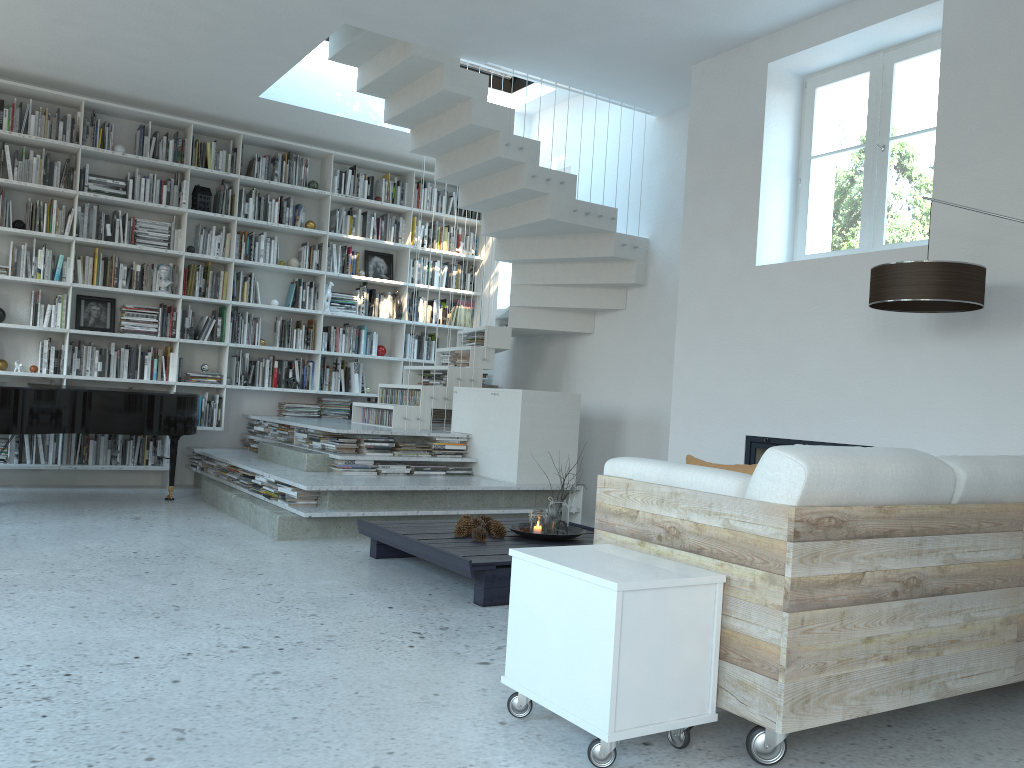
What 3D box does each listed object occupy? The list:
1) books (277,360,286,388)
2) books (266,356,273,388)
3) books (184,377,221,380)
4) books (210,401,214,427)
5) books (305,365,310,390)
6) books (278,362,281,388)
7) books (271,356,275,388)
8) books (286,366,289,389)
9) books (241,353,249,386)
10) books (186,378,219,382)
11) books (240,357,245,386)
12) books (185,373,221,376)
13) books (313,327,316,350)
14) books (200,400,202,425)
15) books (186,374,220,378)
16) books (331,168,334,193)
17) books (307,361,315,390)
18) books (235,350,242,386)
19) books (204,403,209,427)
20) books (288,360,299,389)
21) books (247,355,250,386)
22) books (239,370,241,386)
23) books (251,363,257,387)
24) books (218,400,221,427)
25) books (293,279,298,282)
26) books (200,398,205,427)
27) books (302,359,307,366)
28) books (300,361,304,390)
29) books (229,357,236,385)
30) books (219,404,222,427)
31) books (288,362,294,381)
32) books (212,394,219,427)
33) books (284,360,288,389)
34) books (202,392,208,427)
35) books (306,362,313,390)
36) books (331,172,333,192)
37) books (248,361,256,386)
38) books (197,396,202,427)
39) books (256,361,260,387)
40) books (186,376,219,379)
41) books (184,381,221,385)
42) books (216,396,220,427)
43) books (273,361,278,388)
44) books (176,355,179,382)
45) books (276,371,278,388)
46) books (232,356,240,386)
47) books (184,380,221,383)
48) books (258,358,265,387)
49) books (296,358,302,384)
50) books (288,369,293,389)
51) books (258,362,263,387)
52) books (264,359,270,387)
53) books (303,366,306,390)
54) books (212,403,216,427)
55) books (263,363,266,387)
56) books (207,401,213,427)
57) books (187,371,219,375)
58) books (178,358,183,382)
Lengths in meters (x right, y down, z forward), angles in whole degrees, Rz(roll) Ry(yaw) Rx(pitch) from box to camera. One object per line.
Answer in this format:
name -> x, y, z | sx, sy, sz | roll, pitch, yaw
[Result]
books -> -2.139, -0.093, 8.190 | 0.026, 0.262, 0.173 | 4, -1, -33
books -> -2.237, -0.111, 8.144 | 0.012, 0.285, 0.159 | 4, -1, -33
books -> -2.709, -0.047, 7.767 | 0.285, 0.012, 0.159 | 4, -1, -30
books -> -2.645, 0.260, 7.777 | 0.012, 0.225, 0.149 | 4, -1, -33
books -> -1.938, -0.060, 8.310 | 0.025, 0.228, 0.175 | 4, -1, -33
books -> -2.168, -0.084, 8.191 | 0.021, 0.242, 0.131 | 4, -1, -33
books -> -2.215, -0.114, 8.132 | 0.012, 0.293, 0.175 | 4, -1, -33
books -> -2.104, -0.064, 8.224 | 0.022, 0.211, 0.135 | 4, -1, -33
books -> -2.420, -0.130, 7.993 | 0.030, 0.294, 0.188 | 4, -1, -33
books -> -2.711, -0.035, 7.769 | 0.254, 0.012, 0.161 | 4, -1, -27
books -> -2.444, -0.113, 7.980 | 0.023, 0.256, 0.178 | 4, -1, -33
books -> -2.708, -0.084, 7.769 | 0.285, 0.012, 0.159 | 4, -1, -29
books -> -1.883, -0.421, 8.362 | 0.009, 0.223, 0.146 | 4, -1, -33
books -> -2.731, 0.252, 7.731 | 0.012, 0.229, 0.129 | 4, -1, -33
books -> -2.705, -0.071, 7.761 | 0.254, 0.012, 0.161 | 4, -1, -33
books -> -1.729, -1.903, 8.408 | 0.014, 0.264, 0.140 | 4, -1, -33
books -> -1.897, -0.079, 8.344 | 0.025, 0.272, 0.171 | 4, -1, -33
books -> -2.468, -0.145, 7.963 | 0.010, 0.316, 0.186 | 4, -1, -33
books -> -2.682, 0.269, 7.763 | 0.013, 0.202, 0.139 | 4, -1, -33
books -> -2.030, -0.086, 8.259 | 0.070, 0.266, 0.186 | 4, -1, -33
books -> -2.409, -0.120, 8.012 | 0.010, 0.277, 0.174 | 4, -1, -33
books -> -2.474, -0.106, 7.990 | 0.015, 0.240, 0.152 | 4, -1, -33
books -> -2.351, -0.086, 8.059 | 0.011, 0.217, 0.175 | 4, -1, -33
books -> -2.594, 0.260, 7.807 | 0.013, 0.233, 0.149 | 4, -1, -33
books -> -2.023, -0.833, 8.263 | 0.016, 0.290, 0.135 | 4, -1, -33
books -> -2.710, 0.245, 7.723 | 0.014, 0.246, 0.176 | 4, -1, -33
books -> -1.968, -0.089, 8.326 | 0.012, 0.282, 0.143 | 4, -1, -33
books -> -1.986, -0.082, 8.299 | 0.021, 0.264, 0.150 | 4, -1, -33
books -> -2.509, -0.116, 7.960 | 0.012, 0.254, 0.161 | 4, -1, -33
books -> -2.591, 0.274, 7.824 | 0.012, 0.206, 0.160 | 4, -1, -33
books -> -2.066, -0.080, 8.243 | 0.012, 0.249, 0.164 | 4, -1, -33
books -> -2.615, 0.232, 7.784 | 0.021, 0.285, 0.172 | 4, -1, -33
books -> -2.122, -0.091, 8.209 | 0.026, 0.263, 0.169 | 4, -1, -33
books -> -2.699, 0.219, 7.752 | 0.032, 0.300, 0.149 | 4, -1, -33
books -> -1.919, -0.074, 8.329 | 0.026, 0.258, 0.156 | 4, -1, -33
books -> -1.741, -1.919, 8.389 | 0.028, 0.294, 0.150 | 4, -1, -33
books -> -2.382, -0.095, 8.037 | 0.065, 0.231, 0.162 | 4, -1, -33
books -> -2.733, 0.234, 7.719 | 0.005, 0.264, 0.162 | 4, -1, -33
books -> -2.339, -0.093, 8.078 | 0.029, 0.234, 0.142 | 4, -1, -33
books -> -2.711, -0.059, 7.771 | 0.254, 0.012, 0.161 | 4, -1, -28
books -> -2.712, -0.011, 7.767 | 0.285, 0.012, 0.159 | 4, -1, -30
books -> -2.612, 0.240, 7.811 | 0.015, 0.271, 0.157 | 4, -1, -33
books -> -2.200, -0.088, 8.146 | 0.031, 0.244, 0.184 | 4, -1, -33
books -> -2.926, -0.134, 7.701 | 0.027, 0.229, 0.141 | 4, -1, -33
books -> -2.184, -0.083, 8.173 | 0.025, 0.238, 0.156 | 4, -1, -33
books -> -2.483, -0.119, 7.953 | 0.023, 0.262, 0.186 | 4, -1, -33
books -> -2.713, -0.023, 7.771 | 0.285, 0.012, 0.159 | 4, -1, -28
books -> -2.296, -0.107, 8.097 | 0.014, 0.268, 0.171 | 4, -1, -33
books -> -1.999, -0.098, 8.289 | 0.013, 0.294, 0.134 | 4, -1, -33
books -> -2.082, -0.047, 8.231 | 0.025, 0.181, 0.169 | 4, -1, -33
books -> -2.315, -0.088, 8.089 | 0.024, 0.228, 0.159 | 4, -1, -33
books -> -2.264, -0.097, 8.105 | 0.025, 0.252, 0.181 | 4, -1, -33
books -> -1.967, -0.058, 8.298 | 0.013, 0.220, 0.168 | 4, -1, -33
books -> -2.627, 0.268, 7.768 | 0.011, 0.212, 0.178 | 4, -1, -33
books -> -2.289, -0.083, 8.109 | 0.012, 0.221, 0.153 | 4, -1, -33
books -> -2.652, 0.260, 7.753 | 0.026, 0.225, 0.175 | 4, -1, -33
books -> -2.704, -0.096, 7.763 | 0.254, 0.012, 0.161 | 4, -1, -24
books -> -2.904, -0.123, 7.719 | 0.030, 0.210, 0.136 | 4, -1, -33
